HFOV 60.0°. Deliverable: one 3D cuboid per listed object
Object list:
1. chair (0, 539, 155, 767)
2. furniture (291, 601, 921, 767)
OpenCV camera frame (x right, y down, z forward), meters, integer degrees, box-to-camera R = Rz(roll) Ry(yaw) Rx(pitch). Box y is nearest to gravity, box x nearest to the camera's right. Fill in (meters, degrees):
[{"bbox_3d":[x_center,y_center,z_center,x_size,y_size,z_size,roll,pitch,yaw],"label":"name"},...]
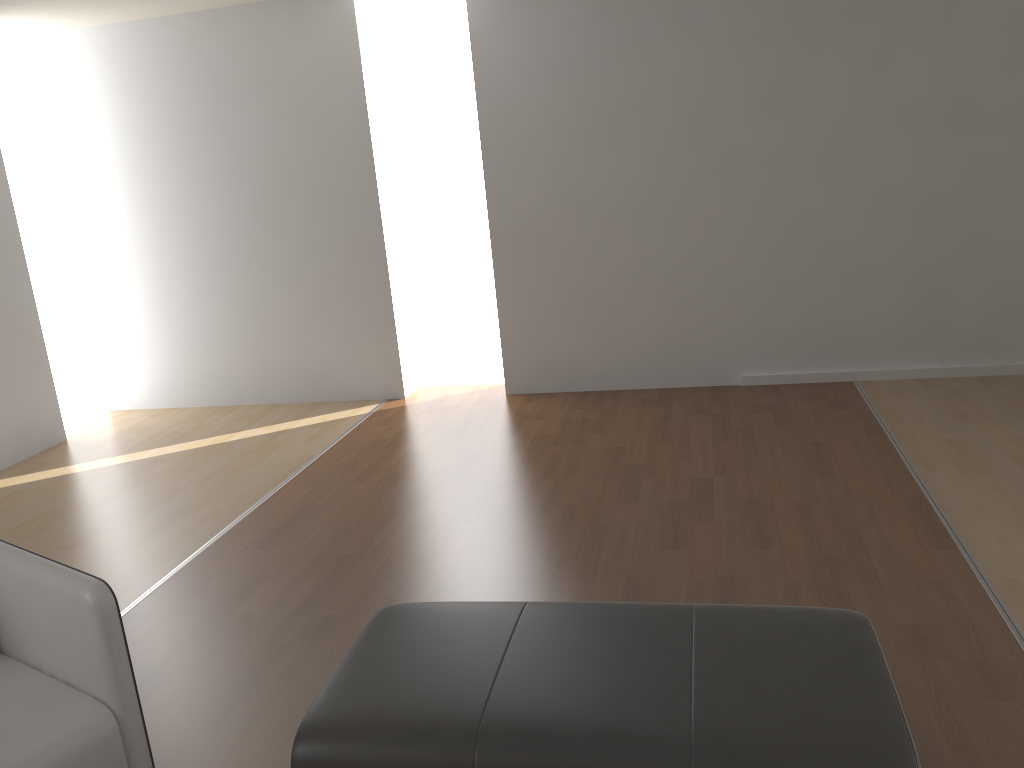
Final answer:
[{"bbox_3d":[-1.438,0.774,2.009,0.919,0.661,0.767,5,17,37],"label":"chair"},{"bbox_3d":[0.211,0.771,2.090,1.291,0.301,0.685,-2,14,13],"label":"furniture"}]
